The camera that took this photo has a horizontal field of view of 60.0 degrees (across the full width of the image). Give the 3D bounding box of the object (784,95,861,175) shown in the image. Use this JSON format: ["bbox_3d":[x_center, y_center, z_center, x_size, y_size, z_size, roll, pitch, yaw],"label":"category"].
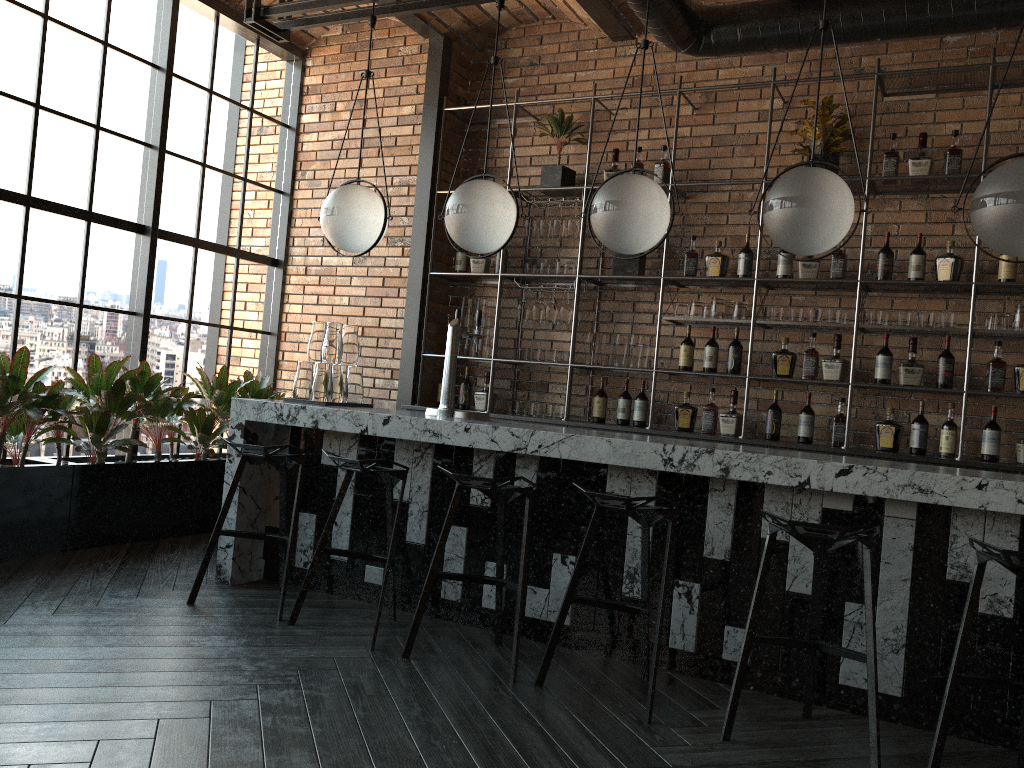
[{"bbox_3d":[1.824,-1.419,5.219,0.425,0.526,0.430,5,-1,29],"label":"object"}]

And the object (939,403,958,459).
[{"bbox_3d":[2.369,0.252,4.803,0.080,0.299,0.080,5,-1,30],"label":"object"}]

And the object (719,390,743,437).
[{"bbox_3d":[1.326,0.176,5.326,0.123,0.279,0.123,4,-1,41],"label":"object"}]

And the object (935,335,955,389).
[{"bbox_3d":[2.364,-0.115,4.831,0.086,0.299,0.086,5,-1,-14],"label":"object"}]

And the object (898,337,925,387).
[{"bbox_3d":[2.205,-0.117,4.893,0.123,0.279,0.123,5,-1,16],"label":"object"}]

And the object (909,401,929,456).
[{"bbox_3d":[2.246,0.242,4.882,0.086,0.298,0.086,5,-1,-14],"label":"object"}]

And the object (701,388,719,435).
[{"bbox_3d":[1.210,0.164,5.401,0.083,0.282,0.083,5,-1,27],"label":"object"}]

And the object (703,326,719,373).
[{"bbox_3d":[1.227,-0.207,5.449,0.086,0.298,0.086,5,-1,-14],"label":"object"}]

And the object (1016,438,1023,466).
[{"bbox_3d":[2.703,0.289,4.615,0.123,0.279,0.123,5,-1,16],"label":"object"}]

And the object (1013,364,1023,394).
[{"bbox_3d":[2.710,-0.059,4.646,0.151,0.248,0.094,5,-1,36],"label":"object"}]

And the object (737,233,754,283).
[{"bbox_3d":[1.416,-0.763,5.364,0.086,0.298,0.086,5,-1,-14],"label":"object"}]

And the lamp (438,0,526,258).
[{"bbox_3d":[-0.084,-1.460,4.139,0.340,1.754,0.340,5,-1,-17],"label":"lamp"}]

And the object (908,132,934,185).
[{"bbox_3d":[2.280,-1.258,4.936,0.123,0.279,0.123,5,-1,31],"label":"object"}]

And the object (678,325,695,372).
[{"bbox_3d":[1.086,-0.218,5.493,0.086,0.299,0.086,5,-1,-14],"label":"object"}]

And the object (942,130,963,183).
[{"bbox_3d":[2.420,-1.249,4.863,0.083,0.282,0.083,5,-1,12],"label":"object"}]

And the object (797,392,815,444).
[{"bbox_3d":[1.713,0.197,5.150,0.086,0.298,0.086,5,-1,-14],"label":"object"}]

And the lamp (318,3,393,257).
[{"bbox_3d":[-0.733,-1.513,4.474,0.340,1.754,0.340,5,-1,-17],"label":"lamp"}]

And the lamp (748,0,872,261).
[{"bbox_3d":[1.215,-1.353,3.469,0.340,1.754,0.340,5,-1,-17],"label":"lamp"}]

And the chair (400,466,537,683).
[{"bbox_3d":[-0.099,0.700,3.468,0.475,0.737,0.414,5,-1,22],"label":"chair"}]

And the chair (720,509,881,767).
[{"bbox_3d":[0.984,0.789,2.909,0.475,0.737,0.414,5,-1,22],"label":"chair"}]

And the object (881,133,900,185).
[{"bbox_3d":[2.142,-1.272,5.006,0.083,0.282,0.083,5,-1,27],"label":"object"}]

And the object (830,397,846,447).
[{"bbox_3d":[1.871,0.218,5.060,0.083,0.282,0.083,5,-1,12],"label":"object"}]

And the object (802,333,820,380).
[{"bbox_3d":[1.739,-0.157,5.149,0.083,0.282,0.083,5,-1,27],"label":"object"}]

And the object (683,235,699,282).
[{"bbox_3d":[1.115,-0.781,5.504,0.083,0.282,0.083,5,-1,12],"label":"object"}]

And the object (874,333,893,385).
[{"bbox_3d":[2.090,-0.136,4.976,0.086,0.298,0.086,5,-1,-14],"label":"object"}]

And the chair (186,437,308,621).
[{"bbox_3d":[-1.104,0.618,3.987,0.475,0.737,0.414,5,-1,17],"label":"chair"}]

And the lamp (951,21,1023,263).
[{"bbox_3d":[1.865,-1.300,3.133,0.340,1.754,0.340,5,-1,-17],"label":"lamp"}]

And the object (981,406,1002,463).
[{"bbox_3d":[2.553,0.266,4.717,0.086,0.298,0.086,5,-1,-14],"label":"object"}]

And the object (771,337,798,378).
[{"bbox_3d":[1.600,-0.150,5.219,0.151,0.248,0.094,5,-1,16],"label":"object"}]

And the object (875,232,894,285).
[{"bbox_3d":[2.105,-0.708,4.997,0.086,0.299,0.086,5,-1,-14],"label":"object"}]

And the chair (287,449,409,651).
[{"bbox_3d":[-0.598,0.659,3.726,0.475,0.737,0.414,5,-1,32],"label":"chair"}]

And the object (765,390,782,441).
[{"bbox_3d":[1.538,0.183,5.204,0.086,0.297,0.086,5,-1,-29],"label":"object"}]

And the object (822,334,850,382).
[{"bbox_3d":[1.855,-0.145,5.073,0.123,0.279,0.123,4,-1,41],"label":"object"}]

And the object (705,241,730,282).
[{"bbox_3d":[1.255,-0.751,5.430,0.151,0.248,0.094,5,-1,31],"label":"object"}]

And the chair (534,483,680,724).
[{"bbox_3d":[0.416,0.742,3.203,0.475,0.737,0.414,5,-1,37],"label":"chair"}]

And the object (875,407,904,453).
[{"bbox_3d":[2.100,0.255,4.940,0.151,0.248,0.094,5,-1,36],"label":"object"}]

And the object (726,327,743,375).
[{"bbox_3d":[1.348,-0.197,5.354,0.086,0.297,0.086,5,-1,-14],"label":"object"}]

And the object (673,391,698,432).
[{"bbox_3d":[1.071,0.171,5.471,0.151,0.248,0.094,5,-1,16],"label":"object"}]

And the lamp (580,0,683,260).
[{"bbox_3d":[0.566,-1.407,3.804,0.340,1.754,0.340,5,-1,-17],"label":"lamp"}]

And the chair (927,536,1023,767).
[{"bbox_3d":[1.533,0.834,2.626,0.475,0.737,0.414,5,-1,32],"label":"chair"}]

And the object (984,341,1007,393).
[{"bbox_3d":[2.576,-0.088,4.717,0.083,0.282,0.083,5,-1,12],"label":"object"}]
